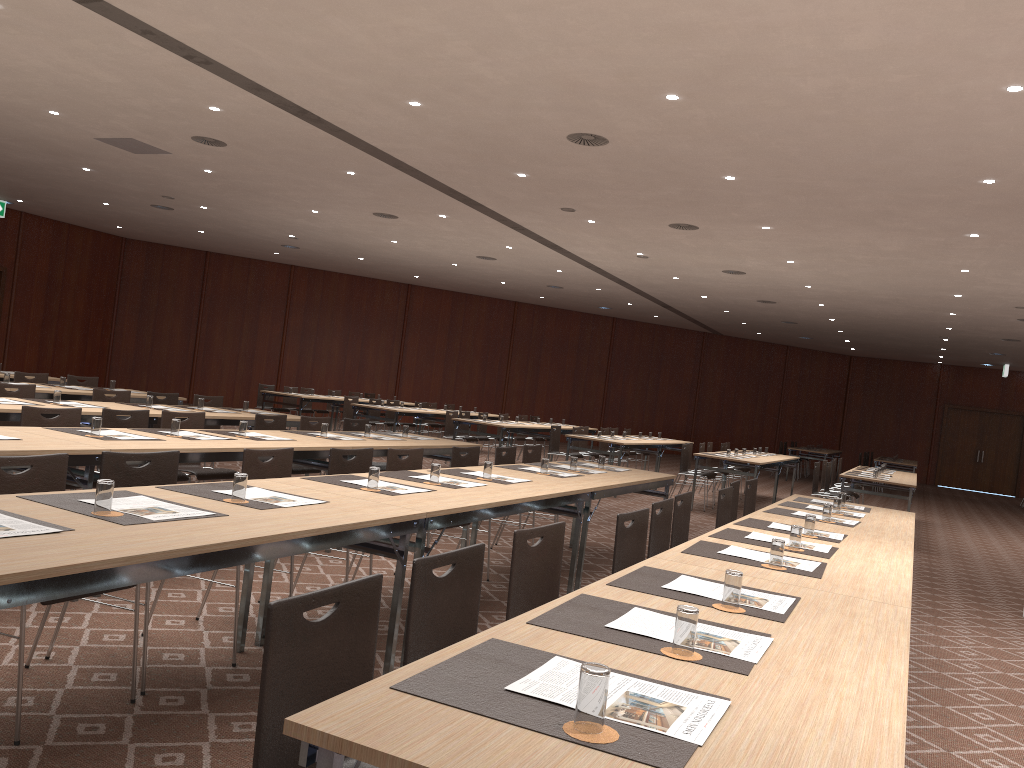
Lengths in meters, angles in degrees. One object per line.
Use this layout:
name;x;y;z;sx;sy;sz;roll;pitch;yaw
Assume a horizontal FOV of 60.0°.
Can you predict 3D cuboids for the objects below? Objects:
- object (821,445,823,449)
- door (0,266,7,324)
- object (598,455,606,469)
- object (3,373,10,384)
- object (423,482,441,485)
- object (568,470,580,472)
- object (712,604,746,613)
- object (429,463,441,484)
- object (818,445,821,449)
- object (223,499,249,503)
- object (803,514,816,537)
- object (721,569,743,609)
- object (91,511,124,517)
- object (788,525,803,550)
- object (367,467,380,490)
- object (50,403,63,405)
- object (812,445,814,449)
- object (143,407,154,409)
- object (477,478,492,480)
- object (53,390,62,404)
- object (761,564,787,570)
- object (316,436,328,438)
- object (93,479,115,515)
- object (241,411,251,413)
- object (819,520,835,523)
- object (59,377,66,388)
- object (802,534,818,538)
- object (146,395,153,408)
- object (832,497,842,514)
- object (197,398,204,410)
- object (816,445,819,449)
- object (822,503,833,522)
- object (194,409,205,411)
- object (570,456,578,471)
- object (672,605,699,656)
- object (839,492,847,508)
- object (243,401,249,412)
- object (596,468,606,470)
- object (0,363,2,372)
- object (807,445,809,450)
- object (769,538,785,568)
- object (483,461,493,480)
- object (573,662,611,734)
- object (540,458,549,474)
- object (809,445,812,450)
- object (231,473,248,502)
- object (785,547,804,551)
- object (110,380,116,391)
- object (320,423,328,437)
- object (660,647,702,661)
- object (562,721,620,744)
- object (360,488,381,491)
object;8.885;1.795;25.439;0.054;0.114;0.054;7;0;-31
door;-11.923;-1.314;18.565;0.200;2.700;2.424;7;0;25
object;0.782;0.682;7.738;0.054;0.114;0.054;7;0;-9
object;-5.167;-0.057;9.071;0.054;0.114;0.054;7;0;-31
object;-0.458;0.570;5.084;0.102;0.001;0.102;7;0;14
object;0.499;0.701;7.146;0.102;0.001;0.102;7;0;14
object;0.677;0.700;2.768;0.102;0.001;0.102;7;0;-9
object;-0.441;0.514;5.090;0.054;0.114;0.054;7;0;-31
object;8.616;1.758;24.839;0.054;0.114;0.054;7;0;-31
object;-1.127;0.478;3.620;0.102;0.001;0.102;7;0;14
object;1.627;0.773;4.847;0.054;0.114;0.054;7;0;-9
object;0.692;0.644;2.785;0.054;0.114;0.054;7;0;-31
object;-1.381;0.443;3.029;0.102;0.001;0.102;7;0;14
object;1.359;0.736;4.250;0.054;0.114;0.054;7;0;-9
object;-0.702;0.478;4.496;0.054;0.114;0.054;7;0;-31
object;-3.778;0.165;7.355;0.102;0.001;0.102;7;0;14
object;7.936;1.665;23.375;0.054;0.114;0.054;7;0;-9
object;-3.377;0.221;8.229;0.102;0.001;0.102;7;0;36
object;-0.177;0.608;5.676;0.102;0.001;0.102;7;0;14
object;-3.769;0.109;7.348;0.054;0.114;0.054;7;0;-31
object;1.081;0.755;3.659;0.102;0.001;0.102;7;0;-9
object;-1.584;0.441;7.395;0.102;0.001;0.102;7;0;14
object;-1.391;0.384;3.024;0.054;0.114;0.054;7;0;-31
object;-2.827;0.296;9.417;0.102;0.001;0.102;7;0;14
object;2.029;0.885;5.709;0.102;0.001;0.102;7;0;-9
object;-4.901;-0.021;9.674;0.054;0.114;0.054;7;0;-31
object;1.613;0.829;4.832;0.102;0.001;0.102;7;0;-9
object;-3.363;0.164;8.225;0.054;0.114;0.054;7;0;-31
object;2.315;0.867;6.315;0.054;0.114;0.054;7;0;-9
object;-3.099;0.201;8.831;0.054;0.114;0.054;7;0;-31
object;8.353;1.722;24.253;0.054;0.114;0.054;7;0;-31
object;2.034;0.828;5.721;0.054;0.114;0.054;7;0;-9
object;-3.106;0.258;8.814;0.102;0.001;0.102;7;0;14
object;0.498;0.643;7.147;0.054;0.114;0.054;7;0;-31
object;0.428;0.608;2.190;0.054;0.114;0.054;7;0;-31
object;2.573;0.902;6.912;0.054;0.114;0.054;7;0;-9
object;-2.827;0.238;9.423;0.054;0.114;0.054;7;0;-9
object;0.769;0.738;7.724;0.102;0.001;0.102;7;0;14
object;-6.424;-0.204;11.103;0.054;0.114;0.054;7;0;-9
object;7.410;1.592;22.193;0.054;0.114;0.054;7;0;-9
object;1.096;0.699;3.667;0.054;0.114;0.054;7;0;-9
object;-0.155;0.553;5.685;0.054;0.114;0.054;7;0;-31
object;0.145;0.569;1.610;0.054;0.114;0.054;7;0;-9
object;0.242;0.608;6.566;0.054;0.114;0.054;7;0;-31
object;7.661;1.627;22.783;0.054;0.114;0.054;7;0;-9
object;-1.112;0.422;3.620;0.054;0.114;0.054;7;0;-31
object;1.351;0.792;4.258;0.102;0.001;0.102;7;0;-9
object;-4.622;0.017;10.262;0.054;0.114;0.054;7;0;-9
object;-1.566;0.386;7.400;0.054;0.114;0.054;7;0;-31
object;0.417;0.664;2.182;0.102;0.001;0.102;7;0;-9
object;0.142;0.626;1.597;0.102;0.001;0.102;7;0;-9
object;-0.716;0.534;4.485;0.102;0.001;0.102;7;0;14
